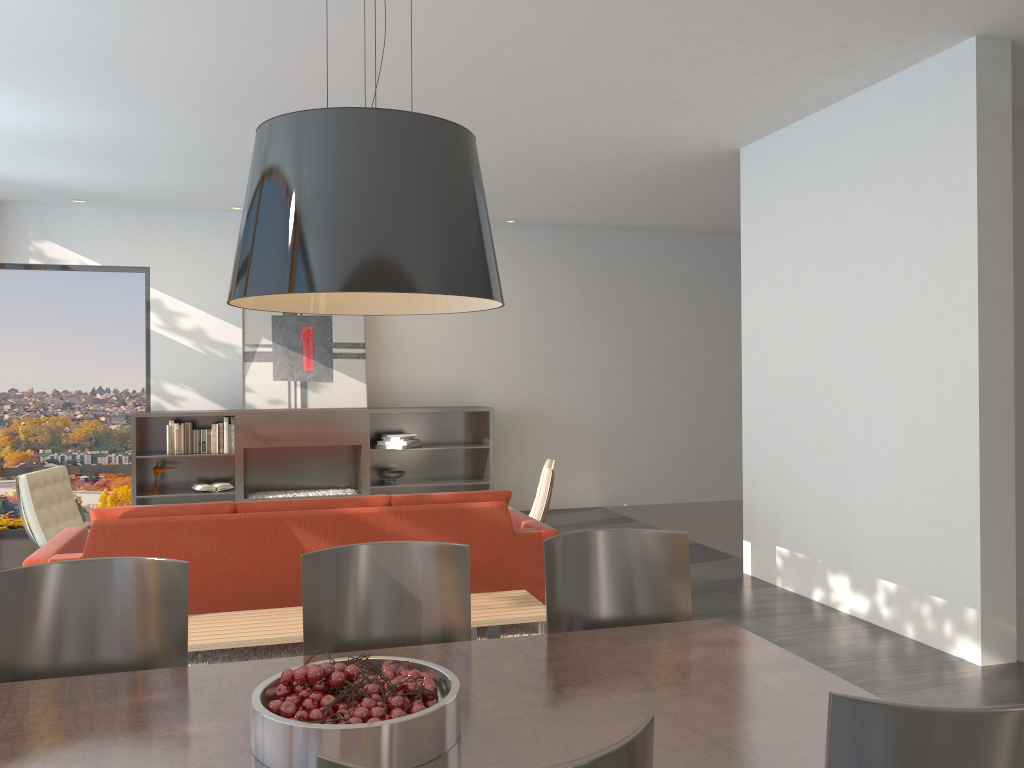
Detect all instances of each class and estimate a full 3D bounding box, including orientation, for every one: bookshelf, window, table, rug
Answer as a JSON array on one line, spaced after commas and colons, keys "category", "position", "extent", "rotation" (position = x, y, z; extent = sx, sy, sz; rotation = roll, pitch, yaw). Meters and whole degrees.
[{"category": "bookshelf", "position": [-1.891, 0.831, 8.759], "extent": [3.387, 1.163, 0.570], "rotation": [0, 0, -16]}, {"category": "window", "position": [-4.246, -0.241, 8.581], "extent": [1.410, 3.340, 0.065], "rotation": [0, 0, -16]}, {"category": "table", "position": [-0.221, 1.108, 1.853], "extent": [2.151, 0.764, 1.171], "rotation": [0, 0, -16]}, {"category": "rug", "position": [-1.391, 1.418, 5.933], "extent": [3.772, 0.043, 2.984], "rotation": [0, 0, -16]}]

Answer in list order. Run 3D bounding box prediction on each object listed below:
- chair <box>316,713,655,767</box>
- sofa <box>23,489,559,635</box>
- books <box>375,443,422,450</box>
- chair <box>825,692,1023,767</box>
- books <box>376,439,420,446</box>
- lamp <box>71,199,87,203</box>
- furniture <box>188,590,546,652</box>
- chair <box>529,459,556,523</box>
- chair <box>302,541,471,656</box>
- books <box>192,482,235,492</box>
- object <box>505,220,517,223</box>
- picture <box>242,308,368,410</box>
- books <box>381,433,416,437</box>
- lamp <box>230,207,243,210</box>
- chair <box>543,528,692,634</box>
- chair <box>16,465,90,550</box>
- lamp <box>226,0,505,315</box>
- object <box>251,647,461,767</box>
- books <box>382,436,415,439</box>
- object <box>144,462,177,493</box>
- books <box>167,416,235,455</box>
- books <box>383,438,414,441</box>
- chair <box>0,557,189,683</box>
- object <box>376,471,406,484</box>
[{"category": "chair", "position": [-0.068, 0.956, 1.365], "extent": [0.548, 0.968, 0.614], "rotation": [0, 0, -16]}, {"category": "sofa", "position": [-1.125, 1.001, 4.873], "extent": [2.597, 0.852, 1.038], "rotation": [0, 0, -16]}, {"category": "books", "position": [-1.136, 0.620, 8.894], "extent": [0.314, 0.038, 0.398], "rotation": [0, 0, 24]}, {"category": "chair", "position": [0.667, 0.950, 1.576], "extent": [0.548, 0.968, 0.614], "rotation": [0, 0, -16]}, {"category": "books", "position": [-1.136, 0.582, 8.894], "extent": [0.314, 0.038, 0.398], "rotation": [0, 0, 14]}, {"category": "lamp", "position": [-4.056, -1.712, 8.309], "extent": [0.129, 0.010, 0.129], "rotation": [0, 0, 29]}, {"category": "furniture", "position": [-0.827, 1.251, 4.075], "extent": [2.005, 0.357, 0.492], "rotation": [0, 0, -16]}, {"category": "chair", "position": [0.010, 0.989, 6.519], "extent": [0.707, 0.817, 0.700], "rotation": [0, 0, 4]}, {"category": "chair", "position": [-0.301, 0.952, 2.338], "extent": [0.548, 0.968, 0.614], "rotation": [0, 0, -16]}, {"category": "books", "position": [-2.836, 0.980, 8.407], "extent": [0.336, 0.064, 0.234], "rotation": [-1, 0, -36]}, {"category": "object", "position": [-0.013, -1.747, 9.534], "extent": [0.129, 0.010, 0.129], "rotation": [0, 0, 29]}, {"category": "picture", "position": [-2.067, -0.415, 8.870], "extent": [1.208, 1.338, 0.269], "rotation": [0, 0, -16]}, {"category": "books", "position": [-1.136, 0.514, 8.894], "extent": [0.300, 0.020, 0.210], "rotation": [-1, 0, -26]}, {"category": "lamp", "position": [-2.698, -1.724, 8.698], "extent": [0.129, 0.010, 0.129], "rotation": [0, 0, 29]}, {"category": "chair", "position": [0.371, 0.947, 2.530], "extent": [0.548, 0.968, 0.614], "rotation": [0, 0, -16]}, {"category": "chair", "position": [-3.042, 1.011, 6.293], "extent": [0.707, 0.817, 0.700], "rotation": [0, 0, -6]}, {"category": "lamp", "position": [-0.303, -0.953, 1.852], "extent": [0.567, 1.580, 0.567], "rotation": [0, 0, 13]}, {"category": "object", "position": [-0.321, 0.650, 1.843], "extent": [0.427, 0.154, 0.427], "rotation": [0, 0, 28]}, {"category": "books", "position": [-1.136, 0.534, 8.894], "extent": [0.210, 0.020, 0.300], "rotation": [0, 0, 24]}, {"category": "object", "position": [-3.301, 0.872, 8.309], "extent": [0.245, 0.290, 0.201], "rotation": [0, 0, 4]}, {"category": "books", "position": [-2.924, 0.478, 8.364], "extent": [0.592, 0.339, 0.324], "rotation": [0, 0, -16]}, {"category": "books", "position": [-1.136, 0.554, 8.894], "extent": [0.210, 0.020, 0.300], "rotation": [0, 0, 14]}, {"category": "chair", "position": [-1.036, 0.958, 2.127], "extent": [0.548, 0.968, 0.614], "rotation": [0, 0, -16]}, {"category": "object", "position": [-1.207, 0.940, 8.870], "extent": [0.309, 0.117, 0.309], "rotation": [0, 0, 18]}]
